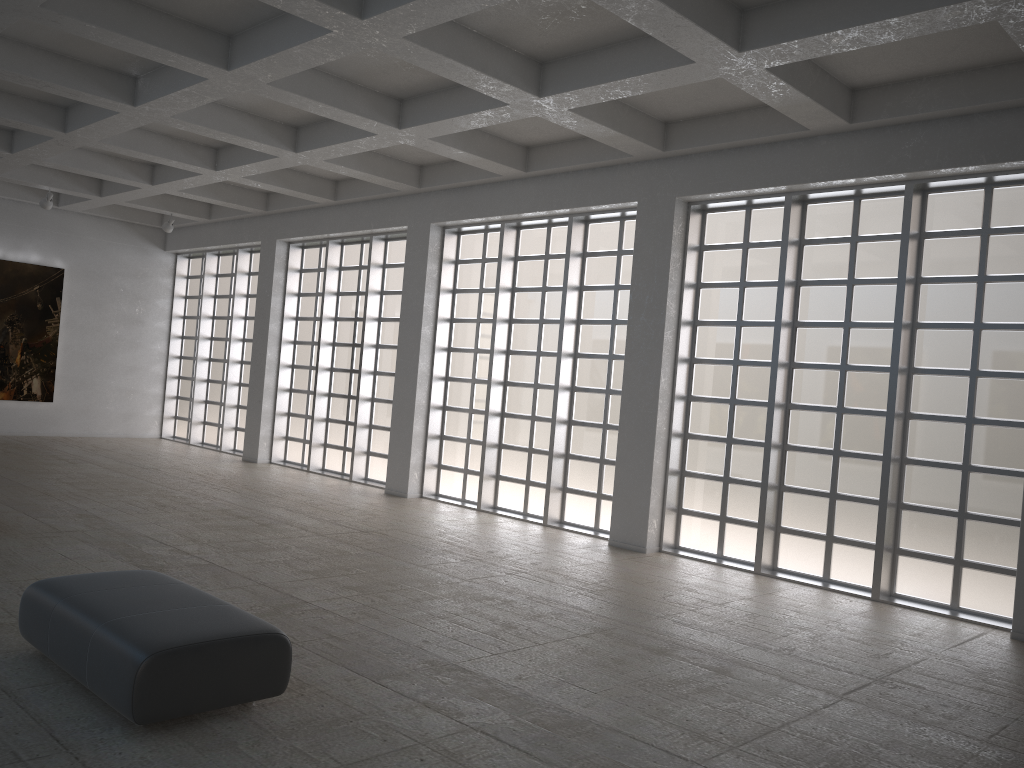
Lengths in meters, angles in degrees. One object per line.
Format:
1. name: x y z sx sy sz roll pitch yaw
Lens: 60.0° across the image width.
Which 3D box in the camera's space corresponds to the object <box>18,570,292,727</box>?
1. object: -3.783 2.634 9.227 3.044 0.828 1.616 5 0 44
